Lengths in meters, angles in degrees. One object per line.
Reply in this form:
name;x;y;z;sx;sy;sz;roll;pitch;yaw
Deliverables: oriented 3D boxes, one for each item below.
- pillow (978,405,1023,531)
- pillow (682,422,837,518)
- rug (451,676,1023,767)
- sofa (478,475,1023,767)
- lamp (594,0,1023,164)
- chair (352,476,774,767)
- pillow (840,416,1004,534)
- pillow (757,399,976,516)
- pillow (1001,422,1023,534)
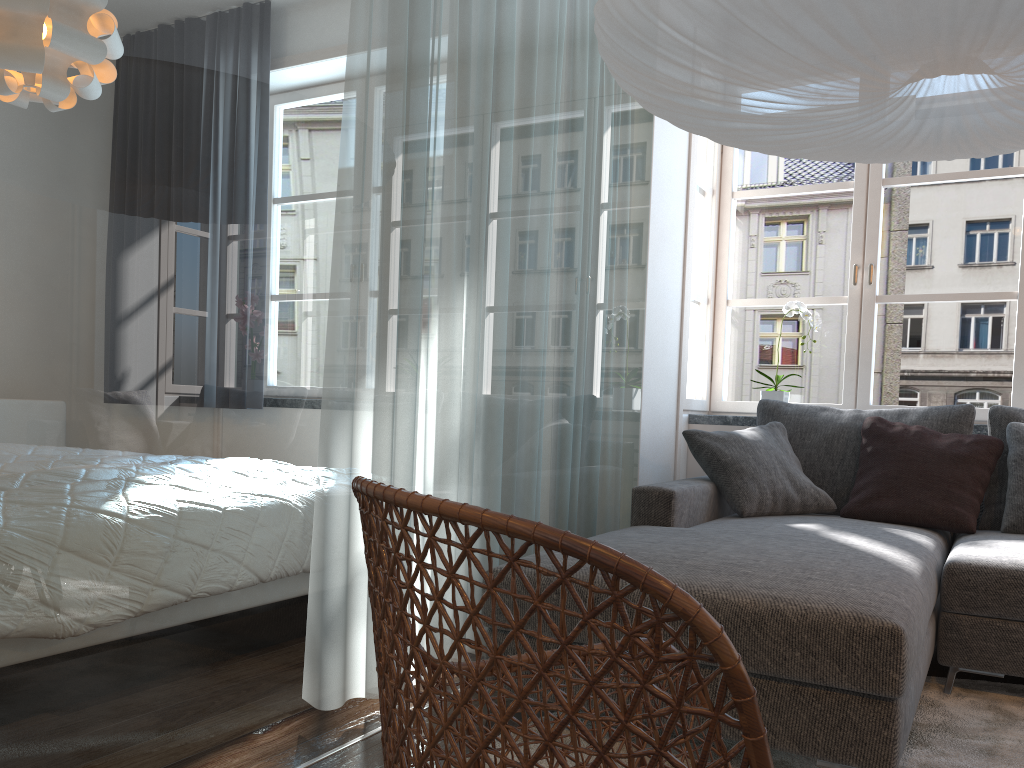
pillow;2.127;0.319;3.111;0.838;0.476;0.277;2;1;29
pillow;0.950;0.322;3.404;0.515;0.360;0.346;2;0;-22
rug;1.162;0.873;1.371;2.836;0.012;2.837;2;-2;9
sofa;1.738;0.596;2.333;3.063;0.673;2.041;1;-2;29
lamp;0.901;-0.667;1.813;1.471;0.210;1.468;3;-2;-24
chair;0.182;0.464;0.968;0.686;0.711;0.717;2;0;-29
pillow;1.508;0.326;3.262;0.520;0.404;0.311;2;1;31
pillow;1.361;0.304;3.521;0.835;0.479;0.275;2;1;29
pillow;2.045;0.338;2.994;0.666;0.398;0.292;2;1;29
